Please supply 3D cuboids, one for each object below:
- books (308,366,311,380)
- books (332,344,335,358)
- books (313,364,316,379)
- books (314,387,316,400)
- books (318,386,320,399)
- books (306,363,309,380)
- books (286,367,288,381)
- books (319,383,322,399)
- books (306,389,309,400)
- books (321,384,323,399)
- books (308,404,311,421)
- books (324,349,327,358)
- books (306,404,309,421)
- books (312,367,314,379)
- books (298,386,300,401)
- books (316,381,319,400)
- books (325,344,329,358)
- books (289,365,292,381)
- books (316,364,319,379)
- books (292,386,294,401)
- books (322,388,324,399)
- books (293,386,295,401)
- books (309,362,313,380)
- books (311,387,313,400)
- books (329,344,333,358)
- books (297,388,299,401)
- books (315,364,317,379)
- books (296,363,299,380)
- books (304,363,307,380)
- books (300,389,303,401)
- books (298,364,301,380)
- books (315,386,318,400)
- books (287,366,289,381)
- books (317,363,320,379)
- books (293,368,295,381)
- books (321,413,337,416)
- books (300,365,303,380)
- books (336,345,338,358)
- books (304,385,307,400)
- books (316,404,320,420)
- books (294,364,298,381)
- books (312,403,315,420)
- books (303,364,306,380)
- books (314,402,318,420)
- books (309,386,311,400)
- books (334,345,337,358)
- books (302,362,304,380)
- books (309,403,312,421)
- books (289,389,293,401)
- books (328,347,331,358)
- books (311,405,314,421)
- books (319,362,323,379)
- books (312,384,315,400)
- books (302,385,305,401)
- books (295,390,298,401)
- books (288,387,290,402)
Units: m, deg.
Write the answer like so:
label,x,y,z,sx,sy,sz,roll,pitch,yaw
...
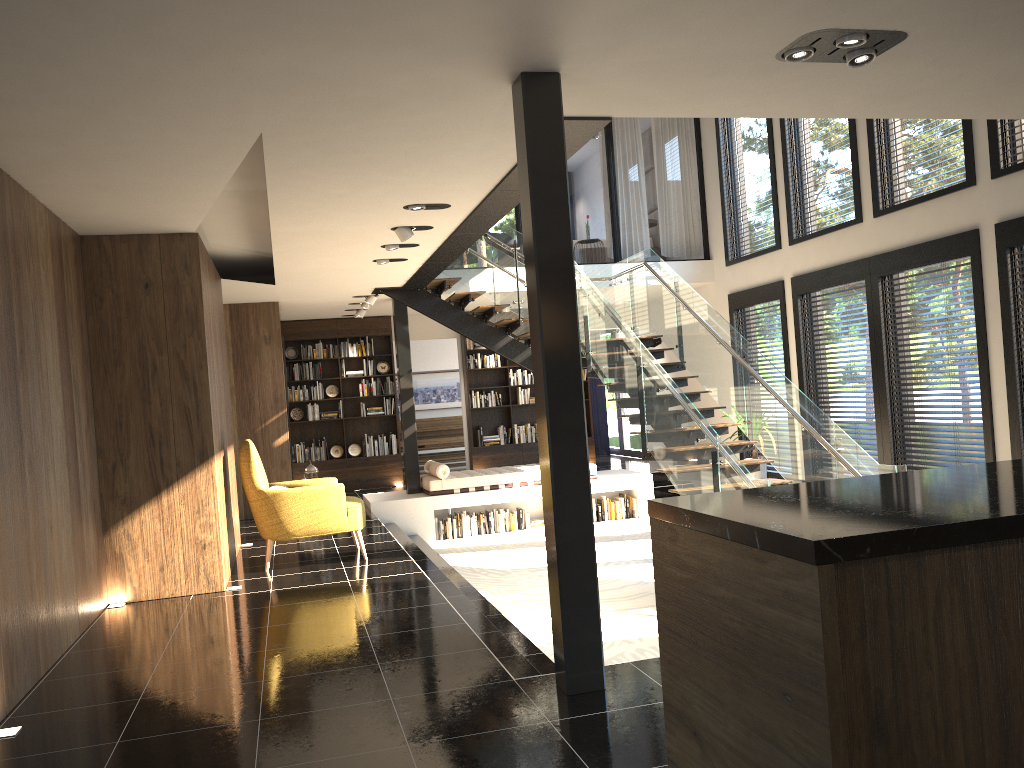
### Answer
label,x,y,z,sx,sy,sz,roll,pitch,yaw
books,-3.148,-0.173,13.769,0.024,0.220,0.123,-4,0,-14
books,-2.796,-0.509,13.863,0.039,0.212,0.172,-4,0,-14
books,-3.071,-0.189,13.799,0.028,0.240,0.148,-4,0,-14
books,-3.063,0.149,13.774,0.025,0.193,0.172,-4,0,-14
books,-3.003,0.137,13.804,0.018,0.210,0.157,-4,0,-14
books,-3.177,-0.189,13.766,0.032,0.255,0.160,-4,0,-14
books,-3.483,-0.147,13.696,0.023,0.215,0.148,-4,0,-14
books,-2.982,0.110,13.798,0.021,0.260,0.197,-4,0,-14
books,-3.176,0.171,13.757,0.026,0.167,0.173,-4,0,-14
books,-2.966,0.117,13.824,0.023,0.245,0.133,-4,0,-14
books,-3.143,0.441,13.729,0.026,0.257,0.192,-4,0,-14
books,-2.923,-0.468,13.862,0.040,0.149,0.126,-4,0,-14
books,-3.175,0.441,13.759,0.020,0.264,0.152,-4,0,-14
books,-3.086,-0.162,13.758,0.025,0.188,0.181,-4,0,-14
books,-3.299,0.146,13.748,0.019,0.236,0.139,-4,0,-14
books,-3.019,0.101,13.785,0.018,0.284,0.198,-4,0,-14
books,-2.890,-0.505,13.861,0.030,0.217,0.165,-4,0,-14
books,-3.420,-0.171,13.714,0.066,0.255,0.127,-4,0,-14
books,-3.030,-0.193,13.802,0.024,0.242,0.144,-4,0,-14
books,-3.380,0.151,13.684,0.022,0.235,0.194,-4,0,-14
books,-2.942,0.147,13.819,0.015,0.181,0.136,-4,0,-14
books,-3.372,0.153,13.735,0.018,0.232,0.123,-4,0,-14
books,-3.119,-0.202,13.762,0.033,0.273,0.189,-4,0,-14
books,-3.099,0.146,13.749,0.016,0.205,0.205,-4,0,-14
books,-2.830,-0.506,13.861,0.027,0.212,0.180,-4,0,-14
books,-3.318,0.161,13.750,0.018,0.208,0.126,-4,0,-14
books,-3.047,-0.186,13.792,0.014,0.230,0.172,-4,0,-14
books,-3.313,-0.185,13.710,0.022,0.267,0.198,-4,0,-14
books,-3.195,-0.192,13.734,0.019,0.264,0.175,-4,0,-14
books,-3.264,0.170,13.728,0.035,0.180,0.165,-4,0,-14
books,-3.291,-0.183,13.721,0.027,0.260,0.181,-4,0,-14
books,-3.044,0.138,13.803,0.027,0.214,0.159,-4,0,-14
books,-3.457,-0.157,13.684,0.023,0.231,0.143,-4,0,-14
books,-3.009,-0.205,13.812,0.025,0.263,0.147,-4,0,-14
books,-3.368,-0.150,13.701,0.025,0.204,0.192,-4,0,-14
books,-2.857,0.480,13.835,0.244,0.033,0.142,-4,-1,-18
books,-3.253,-0.178,13.710,0.039,0.243,0.179,-4,0,-14
books,-2.747,-0.503,13.895,0.024,0.194,0.182,-4,0,-14
books,-3.200,0.137,13.738,0.026,0.237,0.164,-4,0,-14
books,-3.023,0.435,13.801,0.030,0.253,0.138,-4,0,-14
books,-3.341,-0.177,13.707,0.035,0.255,0.183,-4,0,-14
books,-3.078,0.433,13.777,0.024,0.265,0.148,-4,0,-14
books,-3.218,-0.186,13.747,0.018,0.256,0.172,-4,0,-14
books,-3.049,0.424,13.776,0.032,0.279,0.133,-4,0,-14
books,-3.141,0.144,13.774,0.053,0.216,0.151,-4,0,-14
books,-2.762,-0.507,13.856,0.023,0.202,0.201,-4,0,-14
books,-3.236,-0.201,13.746,0.015,0.287,0.154,-4,0,-14
books,-3.124,0.431,13.745,0.018,0.275,0.144,-4,0,-14
books,-3.418,0.176,13.704,0.045,0.192,0.164,-4,0,-14
books,-2.851,-0.485,13.836,0.029,0.172,0.187,-4,0,-14
books,-3.105,0.445,13.776,0.031,0.245,0.120,-4,0,-14
books,-2.980,-0.209,13.821,0.035,0.266,0.133,-4,0,-14
books,-3.090,0.127,13.779,0.020,0.243,0.154,-4,0,-14
books,-3.235,0.141,13.750,0.036,0.235,0.170,-4,0,-14
books,-3.338,0.182,13.723,0.037,0.169,0.148,-4,0,-14
books,-3.457,0.163,13.701,0.030,0.224,0.166,-4,0,-14
